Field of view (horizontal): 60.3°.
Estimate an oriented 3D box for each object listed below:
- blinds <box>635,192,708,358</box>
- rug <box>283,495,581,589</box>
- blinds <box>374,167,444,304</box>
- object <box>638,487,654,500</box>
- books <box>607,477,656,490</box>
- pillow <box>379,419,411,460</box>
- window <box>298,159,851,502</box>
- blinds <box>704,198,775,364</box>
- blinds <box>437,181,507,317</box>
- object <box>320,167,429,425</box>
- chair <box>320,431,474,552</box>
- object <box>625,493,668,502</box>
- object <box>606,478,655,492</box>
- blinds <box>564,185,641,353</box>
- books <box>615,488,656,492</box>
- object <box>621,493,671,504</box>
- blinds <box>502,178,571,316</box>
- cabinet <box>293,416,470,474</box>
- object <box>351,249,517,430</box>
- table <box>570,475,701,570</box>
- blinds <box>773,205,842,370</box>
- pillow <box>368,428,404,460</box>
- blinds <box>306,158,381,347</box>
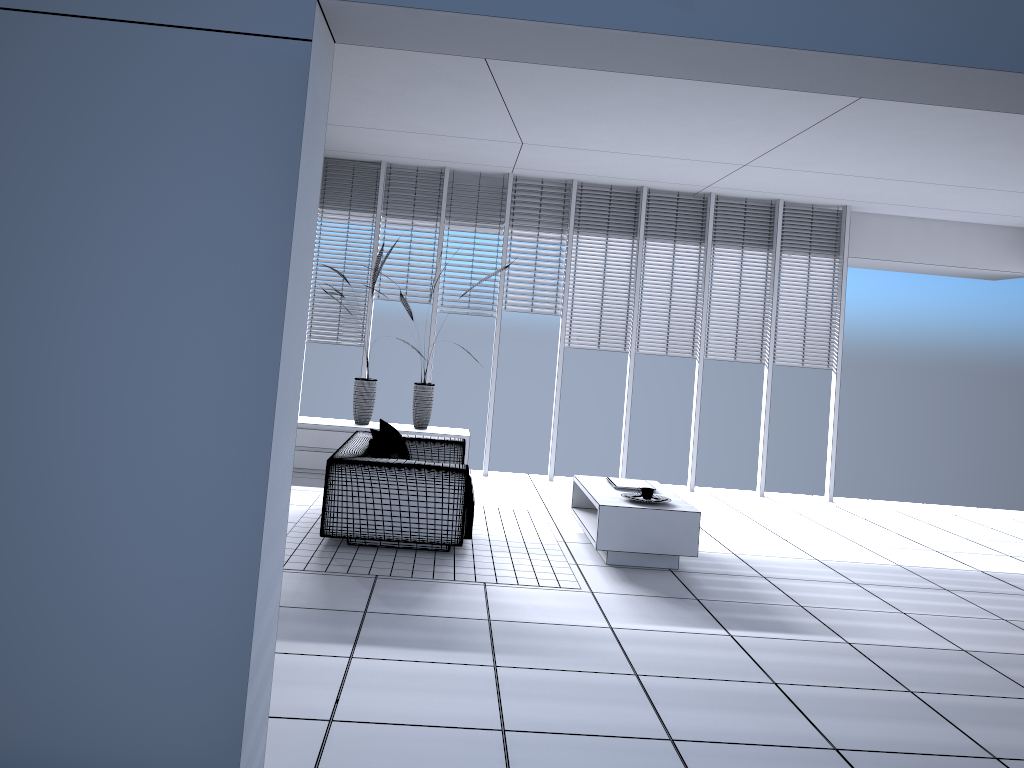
[{"bbox_3d":[1.643,-1.135,9.131,0.714,1.698,0.047,5,-3,-4],"label":"blinds"},{"bbox_3d":[-0.575,1.024,6.042,1.797,0.001,2.231,5,3,-4],"label":"rug"},{"bbox_3d":[-1.040,-1.514,8.973,0.636,1.372,0.051,5,-3,-4],"label":"blinds"},{"bbox_3d":[0.885,0.721,5.787,0.095,0.070,0.084,5,0,-23],"label":"object"},{"bbox_3d":[0.861,0.720,6.376,0.285,0.008,0.415,5,3,-3],"label":"books"},{"bbox_3d":[-0.861,0.484,6.555,0.300,0.400,0.566,5,1,-7],"label":"pillow"},{"bbox_3d":[0.661,-0.547,8.949,5.498,3.143,0.099,5,-3,-4],"label":"window"},{"bbox_3d":[2.360,-1.077,9.175,0.714,1.698,0.047,5,-3,-4],"label":"blinds"},{"bbox_3d":[-0.407,-1.380,9.007,0.636,1.363,0.057,5,-3,-4],"label":"blinds"},{"bbox_3d":[-1.327,-1.119,8.662,1.431,3.001,0.490,4,-3,25],"label":"object"},{"bbox_3d":[-0.744,0.719,6.254,0.959,0.553,1.648,5,2,-4],"label":"chair"},{"bbox_3d":[0.880,0.751,5.785,0.215,0.012,0.216,7,4,42],"label":"object"},{"bbox_3d":[0.851,0.727,6.375,0.285,0.008,0.415,5,3,-3],"label":"object"},{"bbox_3d":[0.939,-1.192,9.087,0.714,1.698,0.047,5,-3,-4],"label":"blinds"},{"bbox_3d":[0.859,0.735,6.386,0.285,0.008,0.415,5,3,-3],"label":"books"},{"bbox_3d":[0.879,0.757,5.788,0.331,0.024,0.327,6,3,26],"label":"object"},{"bbox_3d":[0.242,-1.411,9.054,0.636,1.383,0.038,5,-3,-4],"label":"blinds"},{"bbox_3d":[-1.258,0.625,8.406,1.674,0.452,0.596,5,1,-4],"label":"cabinet"},{"bbox_3d":[-0.829,-0.497,8.335,1.548,1.874,0.690,5,-3,-9],"label":"object"},{"bbox_3d":[0.814,0.945,6.128,0.650,0.390,1.200,5,2,-4],"label":"table"},{"bbox_3d":[3.074,-1.019,9.220,0.714,1.698,0.047,5,-3,-4],"label":"blinds"},{"bbox_3d":[-0.824,0.538,5.975,0.339,0.390,0.567,5,1,-7],"label":"pillow"},{"bbox_3d":[-1.698,-1.338,8.918,0.636,1.892,0.057,5,-3,-4],"label":"blinds"}]
